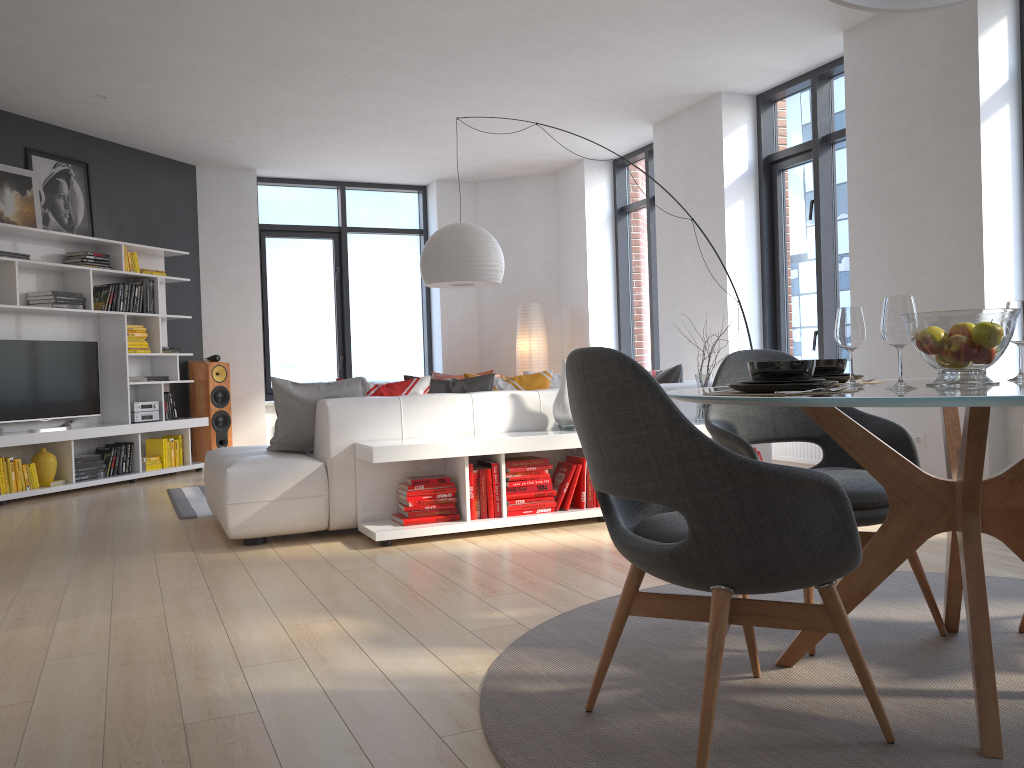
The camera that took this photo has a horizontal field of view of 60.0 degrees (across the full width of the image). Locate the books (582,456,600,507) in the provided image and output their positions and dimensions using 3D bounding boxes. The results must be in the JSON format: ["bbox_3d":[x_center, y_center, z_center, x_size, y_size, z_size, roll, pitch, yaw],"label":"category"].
[{"bbox_3d":[0.445,0.543,4.942,0.028,0.269,0.181,-2,1,-24],"label":"books"}]

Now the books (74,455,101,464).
[{"bbox_3d":[-3.544,0.611,7.184,0.250,0.047,0.310,-2,1,17],"label":"books"}]

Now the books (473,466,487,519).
[{"bbox_3d":[-0.189,0.573,4.703,0.034,0.259,0.207,-2,1,-24],"label":"books"}]

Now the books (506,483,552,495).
[{"bbox_3d":[0.049,0.559,4.819,0.279,0.039,0.206,-2,1,-23],"label":"books"}]

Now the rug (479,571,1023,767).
[{"bbox_3d":[1.166,0.771,2.286,2.499,0.010,2.499,-1,1,39],"label":"rug"}]

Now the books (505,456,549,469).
[{"bbox_3d":[0.039,0.423,4.803,0.259,0.034,0.206,-2,1,-27],"label":"books"}]

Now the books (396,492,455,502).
[{"bbox_3d":[-0.454,0.582,4.652,0.261,0.028,0.191,-2,1,-24],"label":"books"}]

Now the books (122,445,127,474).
[{"bbox_3d":[-3.353,0.642,7.522,0.179,0.243,0.068,-2,1,20],"label":"books"}]

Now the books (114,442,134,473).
[{"bbox_3d":[-3.333,0.630,7.590,0.197,0.260,0.066,-2,1,21],"label":"books"}]

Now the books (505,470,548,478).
[{"bbox_3d":[0.040,0.478,4.802,0.257,0.025,0.182,-2,1,-24],"label":"books"}]

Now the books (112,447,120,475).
[{"bbox_3d":[-3.377,0.647,7.440,0.169,0.233,0.081,-2,1,20],"label":"books"}]

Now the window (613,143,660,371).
[{"bbox_3d":[1.432,-1.141,8.740,0.170,2.402,1.310,-2,1,-24],"label":"window"}]

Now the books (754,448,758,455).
[{"bbox_3d":[1.454,0.508,5.403,0.116,0.255,0.198,-2,1,-24],"label":"books"}]

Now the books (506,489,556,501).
[{"bbox_3d":[0.056,0.594,4.821,0.301,0.032,0.227,-2,1,-24],"label":"books"}]

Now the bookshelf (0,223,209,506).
[{"bbox_3d":[-3.617,-0.168,6.977,0.455,2.052,3.000,-2,1,21],"label":"bookshelf"}]

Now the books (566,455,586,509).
[{"bbox_3d":[0.354,0.541,4.911,0.046,0.282,0.199,-2,1,-24],"label":"books"}]

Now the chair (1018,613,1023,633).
[{"bbox_3d":[1.882,0.299,2.561,0.619,0.891,0.655,-2,1,-22],"label":"chair"}]

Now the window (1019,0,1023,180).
[{"bbox_3d":[3.272,-1.133,4.523,0.170,2.402,1.310,-2,1,-24],"label":"window"}]

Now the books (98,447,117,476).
[{"bbox_3d":[-3.402,0.649,7.416,0.187,0.234,0.096,-2,1,22],"label":"books"}]

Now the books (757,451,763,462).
[{"bbox_3d":[1.485,0.519,5.418,0.103,0.230,0.173,-2,1,-24],"label":"books"}]

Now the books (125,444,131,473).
[{"bbox_3d":[-3.344,0.636,7.558,0.191,0.249,0.084,-2,1,21],"label":"books"}]

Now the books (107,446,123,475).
[{"bbox_3d":[-3.353,0.643,7.468,0.172,0.242,0.069,-2,1,22],"label":"books"}]

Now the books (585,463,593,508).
[{"bbox_3d":[0.382,0.544,4.942,0.038,0.270,0.215,-2,1,-24],"label":"books"}]

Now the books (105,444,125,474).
[{"bbox_3d":[-3.369,0.636,7.499,0.192,0.254,0.075,-2,1,20],"label":"books"}]

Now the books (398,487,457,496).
[{"bbox_3d":[-0.445,0.554,4.637,0.269,0.028,0.179,-2,1,-22],"label":"books"}]

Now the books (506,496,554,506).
[{"bbox_3d":[0.068,0.622,4.787,0.266,0.026,0.187,-2,1,-24],"label":"books"}]

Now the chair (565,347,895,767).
[{"bbox_3d":[0.449,0.355,2.027,0.619,0.891,0.655,-2,1,-22],"label":"chair"}]

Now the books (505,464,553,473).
[{"bbox_3d":[0.060,0.452,4.803,0.266,0.026,0.187,-2,1,-29],"label":"books"}]

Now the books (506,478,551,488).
[{"bbox_3d":[0.052,0.526,4.803,0.261,0.027,0.191,-2,1,-28],"label":"books"}]

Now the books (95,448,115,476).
[{"bbox_3d":[-3.409,0.649,7.383,0.182,0.234,0.104,-2,1,21],"label":"books"}]

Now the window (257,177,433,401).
[{"bbox_3d":[-1.874,-1.051,9.943,1.960,2.402,0.170,-2,1,-24],"label":"window"}]

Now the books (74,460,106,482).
[{"bbox_3d":[-3.518,0.703,7.183,0.277,0.137,0.343,-2,1,16],"label":"books"}]

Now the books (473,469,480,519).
[{"bbox_3d":[-0.220,0.575,4.689,0.031,0.255,0.181,-2,1,-24],"label":"books"}]

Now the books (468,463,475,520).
[{"bbox_3d":[-0.251,0.559,4.672,0.036,0.294,0.208,-2,1,-24],"label":"books"}]

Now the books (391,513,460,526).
[{"bbox_3d":[-0.453,0.696,4.627,0.301,0.032,0.227,-2,1,-24],"label":"books"}]

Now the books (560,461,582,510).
[{"bbox_3d":[0.297,0.559,4.887,0.115,0.245,0.192,-2,1,-24],"label":"books"}]

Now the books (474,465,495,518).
[{"bbox_3d":[-0.150,0.571,4.709,0.042,0.259,0.195,-2,1,-24],"label":"books"}]

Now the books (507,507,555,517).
[{"bbox_3d":[0.063,0.678,4.800,0.274,0.029,0.200,-2,1,-24],"label":"books"}]

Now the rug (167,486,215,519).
[{"bbox_3d":[-1.306,0.779,6.644,2.326,0.016,1.662,-2,1,-24],"label":"rug"}]

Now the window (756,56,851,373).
[{"bbox_3d":[2.352,-1.137,6.631,0.170,2.402,1.310,-2,1,-24],"label":"window"}]

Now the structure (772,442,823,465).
[{"bbox_3d":[2.116,0.444,6.495,0.110,0.460,1.015,-2,1,-24],"label":"structure"}]

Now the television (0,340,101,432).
[{"bbox_3d":[-3.716,0.009,7.013,0.207,0.704,1.102,-2,1,21],"label":"television"}]

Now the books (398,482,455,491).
[{"bbox_3d":[-0.449,0.528,4.639,0.254,0.025,0.178,-2,1,-24],"label":"books"}]

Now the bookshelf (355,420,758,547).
[{"bbox_3d":[0.451,0.506,4.982,2.600,0.500,0.356,-2,1,-24],"label":"bookshelf"}]

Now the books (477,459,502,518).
[{"bbox_3d":[-0.121,0.554,4.727,0.049,0.291,0.214,-2,1,-24],"label":"books"}]

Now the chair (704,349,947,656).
[{"bbox_3d":[0.968,0.324,2.871,0.655,0.891,0.619,-2,1,-17],"label":"chair"}]

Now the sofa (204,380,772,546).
[{"bbox_3d":[-0.384,0.396,6.237,3.424,0.732,2.614,-2,1,-24],"label":"sofa"}]

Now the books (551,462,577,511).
[{"bbox_3d":[0.256,0.560,4.876,0.144,0.247,0.188,-2,1,-23],"label":"books"}]

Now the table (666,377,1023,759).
[{"bbox_3d":[1.163,0.383,2.283,1.499,0.764,1.499,-3,1,-34],"label":"table"}]

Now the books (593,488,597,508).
[{"bbox_3d":[0.414,0.546,4.945,0.028,0.266,0.188,-2,1,-24],"label":"books"}]

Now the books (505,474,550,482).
[{"bbox_3d":[0.061,0.500,4.802,0.236,0.023,0.178,-2,1,-24],"label":"books"}]

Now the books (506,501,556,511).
[{"bbox_3d":[0.072,0.649,4.785,0.282,0.030,0.188,-2,1,-22],"label":"books"}]

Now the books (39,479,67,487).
[{"bbox_3d":[-3.629,0.766,6.855,0.270,0.029,0.204,-2,1,6],"label":"books"}]

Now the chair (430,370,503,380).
[{"bbox_3d":[-0.528,0.286,9.267,0.896,0.858,0.843,-2,1,9],"label":"chair"}]
